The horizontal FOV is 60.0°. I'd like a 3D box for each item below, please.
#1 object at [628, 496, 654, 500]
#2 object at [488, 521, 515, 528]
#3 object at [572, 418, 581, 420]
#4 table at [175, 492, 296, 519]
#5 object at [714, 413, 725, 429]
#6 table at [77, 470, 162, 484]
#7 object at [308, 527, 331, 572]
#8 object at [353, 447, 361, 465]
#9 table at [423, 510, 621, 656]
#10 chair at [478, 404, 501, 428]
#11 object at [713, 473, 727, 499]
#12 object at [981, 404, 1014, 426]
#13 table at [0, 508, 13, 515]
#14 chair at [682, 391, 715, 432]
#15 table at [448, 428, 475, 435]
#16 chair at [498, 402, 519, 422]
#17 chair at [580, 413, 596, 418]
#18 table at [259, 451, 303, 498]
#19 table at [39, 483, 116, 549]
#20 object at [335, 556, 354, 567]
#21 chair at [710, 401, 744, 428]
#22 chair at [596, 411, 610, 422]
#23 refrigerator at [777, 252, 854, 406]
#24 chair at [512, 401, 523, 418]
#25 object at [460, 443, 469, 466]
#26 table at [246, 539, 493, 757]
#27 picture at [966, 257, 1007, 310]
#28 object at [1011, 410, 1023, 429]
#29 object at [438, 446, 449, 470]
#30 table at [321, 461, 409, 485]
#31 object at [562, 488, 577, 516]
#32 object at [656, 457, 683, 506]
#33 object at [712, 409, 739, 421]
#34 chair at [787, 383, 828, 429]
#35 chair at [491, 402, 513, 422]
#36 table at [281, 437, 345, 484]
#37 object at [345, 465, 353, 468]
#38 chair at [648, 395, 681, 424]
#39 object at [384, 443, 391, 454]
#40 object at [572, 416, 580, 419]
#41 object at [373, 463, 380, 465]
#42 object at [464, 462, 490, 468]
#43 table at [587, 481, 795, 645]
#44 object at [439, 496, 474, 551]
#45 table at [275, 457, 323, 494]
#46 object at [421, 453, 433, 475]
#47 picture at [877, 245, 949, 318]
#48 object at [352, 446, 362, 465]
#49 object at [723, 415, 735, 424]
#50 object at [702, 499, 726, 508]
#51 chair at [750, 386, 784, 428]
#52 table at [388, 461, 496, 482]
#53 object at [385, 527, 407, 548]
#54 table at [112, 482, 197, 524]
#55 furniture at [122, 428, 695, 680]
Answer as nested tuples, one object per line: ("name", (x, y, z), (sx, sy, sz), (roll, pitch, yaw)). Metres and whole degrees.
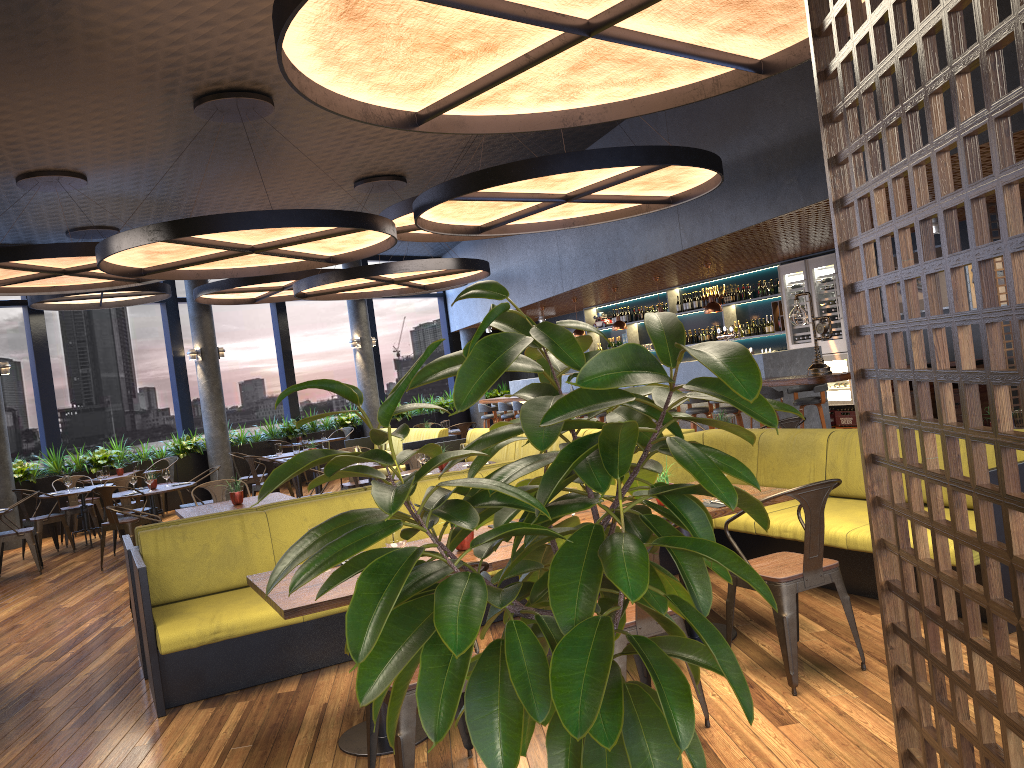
("object", (0.798, 0.637, 5.097), (0.157, 0.019, 0.255), (-8, 1, -26))
("object", (-0.012, 0.747, 4.701), (0.157, 0.019, 0.255), (-8, 1, -26))
("object", (0.757, 0.492, 10.272), (0.102, 0.178, 0.102), (-8, 1, -40))
("table", (-2.284, 1.396, 7.491), (0.887, 0.763, 0.906), (-8, 1, -26))
("object", (1.935, 0.367, 8.218), (0.102, 0.178, 0.102), (-8, 1, -40))
("table", (-6.035, 1.798, 13.761), (0.887, 0.763, 0.906), (-7, 1, 38))
("object", (-0.903, 0.774, 4.143), (0.097, 0.206, 0.097), (-7, 1, 20))
("object", (-1.693, 0.804, 9.739), (0.097, 0.206, 0.097), (-8, 1, -25))
("table", (0.170, 1.119, 4.466), (0.906, 0.763, 0.887), (-8, 1, -26))
("chair", (-0.370, 0.877, 17.280), (0.483, 1.048, 0.438), (-7, 1, 35))
("object", (1.107, 0.507, 4.750), (0.097, 0.206, 0.097), (-7, 1, 20))
("object", (3.050, 0.211, 5.575), (0.260, 0.271, 0.238), (-8, 1, -24))
("table", (-6.045, 1.851, 9.803), (1.007, 0.760, 1.007), (-7, 1, 32))
("chair", (2.489, 0.584, 11.504), (0.483, 1.048, 0.438), (-7, 1, 35))
("table", (-0.995, 1.145, 14.063), (0.906, 0.763, 0.887), (-8, 1, -26))
("chair", (0.027, 0.835, 16.559), (0.483, 1.048, 0.438), (-7, 1, 35))
("chair", (1.220, 0.713, 14.110), (0.483, 1.048, 0.438), (-7, 1, 35))
("table", (-3.315, 1.449, 13.654), (0.906, 0.763, 0.887), (-8, 1, -26))
("table", (-5.656, 1.775, 11.761), (1.007, 0.760, 1.007), (-8, 1, -33))
("object", (-0.823, 0.857, 4.304), (0.157, 0.019, 0.255), (-8, 1, -26))
("chair", (2.700, 0.564, 10.915), (0.438, 1.048, 0.483), (-7, 1, 3))
("chair", (1.468, 0.690, 13.471), (0.438, 1.048, 0.483), (-7, 1, 3))
("refrigerator", (4.489, -0.756, 12.750), (0.454, 2.109, 1.159), (-8, 1, -26))
("chair", (0.297, 0.808, 16.027), (0.483, 1.048, 0.438), (-7, 1, 35))
("object", (-0.438, 0.661, 8.304), (0.097, 0.206, 0.097), (-7, 1, 16))
("table", (-0.634, 1.228, 4.067), (0.906, 0.763, 0.887), (-8, 1, -26))
("picture", (5.794, -1.259, 10.368), (0.028, 0.697, 1.039), (-8, 1, -26))
("object", (3.104, 0.253, 5.406), (0.102, 0.178, 0.102), (-7, 1, -10))
("object", (-0.636, 0.652, 8.153), (0.238, 0.271, 0.260), (-7, 1, -4))
("table", (-1.548, 1.269, 9.959), (0.906, 0.763, 0.887), (-8, 1, -26))
("object", (0.297, 0.617, 4.354), (0.097, 0.206, 0.097), (-7, 1, 20))
("object", (0.811, 0.510, 4.744), (0.238, 0.271, 0.260), (-7, 1, -4))
("object", (1.889, 0.329, 7.984), (0.260, 0.271, 0.238), (-8, 1, -24))
("chair", (3.594, 0.452, 10.655), (0.483, 1.048, 0.438), (-7, 1, 35))
("chair", (-0.128, 0.834, 18.237), (0.483, 1.048, 0.438), (-7, 1, 3))
("table", (-3.716, 1.462, 16.645), (0.887, 0.763, 0.906), (-7, 1, 38))
("object", (-1.840, 0.916, 9.810), (0.255, 0.019, 0.157), (-8, 1, -26))
("chair", (2.148, 0.619, 12.200), (0.438, 1.048, 0.483), (-7, 1, -12))
("object", (-1.371, 0.760, 9.888), (0.097, 0.206, 0.097), (-8, 1, -34))
("object", (0.774, 0.485, 10.659), (0.102, 0.178, 0.102), (-7, 1, 10))
("object", (-1.428, 0.864, 9.730), (0.157, 0.019, 0.255), (-8, 1, -26))
("object", (-0.328, 0.743, 8.162), (0.255, 0.019, 0.157), (-7, 1, 6))
("table", (0.978, 1.010, 4.861), (0.906, 0.763, 0.887), (-8, 1, -26))
("object", (-0.237, 0.652, 4.232), (0.238, 0.271, 0.260), (-7, 1, -4))
("table", (-2.752, 1.392, 12.488), (0.887, 0.763, 0.906), (-8, 1, -26))
("object", (-0.770, 0.708, 7.972), (0.097, 0.206, 0.097), (-7, 1, 13))
("picture", (5.215, -1.324, 11.533), (0.028, 0.809, 1.039), (-8, 1, -26))
("object", (-1.761, 0.808, 10.074), (0.097, 0.206, 0.097), (-8, 1, -34))
("object", (1.929, 0.373, 7.842), (0.102, 0.178, 0.102), (-8, 1, -40))
("object", (1.050, 0.612, 4.591), (0.157, 0.019, 0.255), (-8, 1, -26))
("chair", (2.965, 0.537, 10.390), (0.438, 1.048, 0.483), (-8, 1, -34))
("table", (-0.597, 1.169, 8.192), (1.007, 0.760, 1.007), (-7, 1, 12))
("object", (-0.514, 0.727, 3.957), (0.097, 0.206, 0.097), (-7, 1, 20))
("table", (-4.129, 1.598, 10.263), (1.007, 0.760, 1.007), (-8, 1, -38))
("furniture", (-0.560, 1.101, 7.234), (4.895, 0.914, 7.462), (-8, 1, -31))
